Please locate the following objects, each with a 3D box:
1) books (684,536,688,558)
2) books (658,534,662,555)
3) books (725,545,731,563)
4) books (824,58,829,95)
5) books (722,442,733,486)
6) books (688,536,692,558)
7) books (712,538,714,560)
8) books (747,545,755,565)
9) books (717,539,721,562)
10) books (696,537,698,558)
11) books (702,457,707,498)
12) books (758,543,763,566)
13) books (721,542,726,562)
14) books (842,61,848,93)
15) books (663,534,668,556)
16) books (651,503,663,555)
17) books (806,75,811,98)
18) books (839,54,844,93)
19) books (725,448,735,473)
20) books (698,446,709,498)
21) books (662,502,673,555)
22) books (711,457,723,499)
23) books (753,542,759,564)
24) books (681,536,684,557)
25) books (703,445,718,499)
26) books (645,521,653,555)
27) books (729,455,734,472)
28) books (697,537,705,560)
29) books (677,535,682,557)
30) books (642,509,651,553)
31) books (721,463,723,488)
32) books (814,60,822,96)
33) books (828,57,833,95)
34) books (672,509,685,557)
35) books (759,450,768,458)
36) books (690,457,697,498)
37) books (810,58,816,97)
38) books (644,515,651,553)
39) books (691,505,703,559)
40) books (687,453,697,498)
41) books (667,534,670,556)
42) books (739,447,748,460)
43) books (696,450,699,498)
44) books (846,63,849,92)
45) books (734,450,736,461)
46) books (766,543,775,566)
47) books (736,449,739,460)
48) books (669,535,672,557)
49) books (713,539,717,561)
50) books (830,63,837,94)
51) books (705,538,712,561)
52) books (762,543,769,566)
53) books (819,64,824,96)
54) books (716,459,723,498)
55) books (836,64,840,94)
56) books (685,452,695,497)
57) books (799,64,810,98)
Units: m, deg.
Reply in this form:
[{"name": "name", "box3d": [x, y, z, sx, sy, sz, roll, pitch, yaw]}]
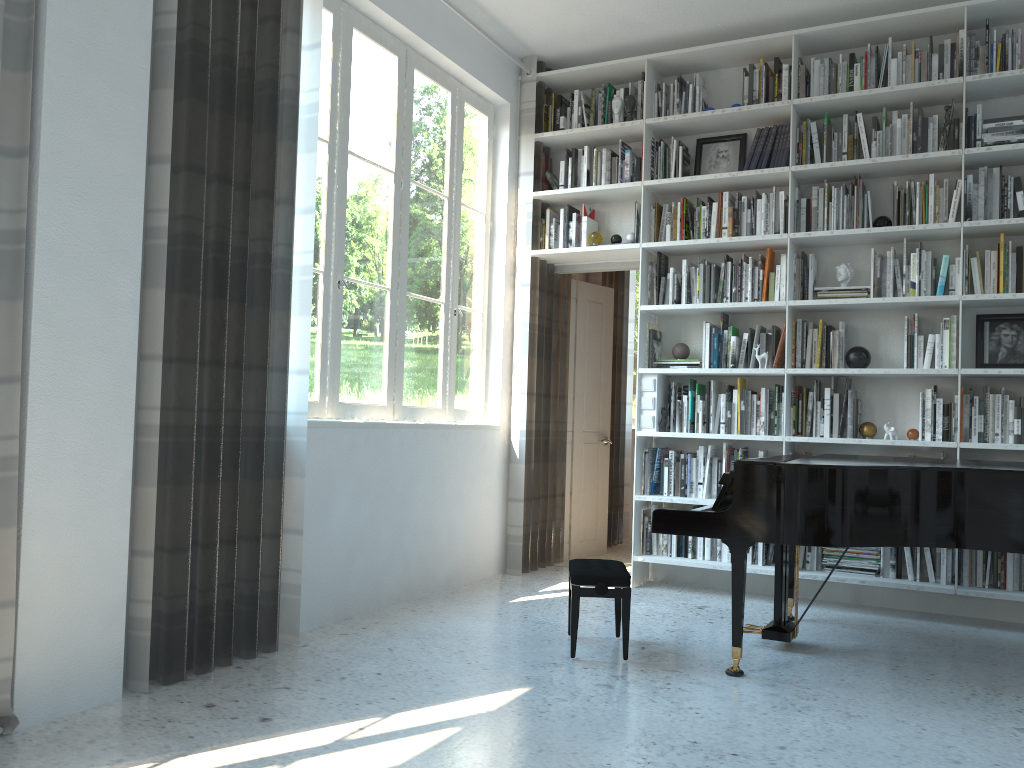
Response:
[{"name": "books", "box3d": [1.044, 0.900, 5.204, 0.022, 0.221, 0.163, 1, -2, 27]}, {"name": "books", "box3d": [0.907, 0.886, 5.281, 0.024, 0.246, 0.143, 1, -2, 27]}, {"name": "books", "box3d": [1.260, 0.918, 5.073, 0.031, 0.188, 0.190, 1, -2, 27]}, {"name": "books", "box3d": [1.766, -1.664, 4.952, 0.023, 0.251, 0.170, 1, -2, 27]}, {"name": "books", "box3d": [1.240, 0.499, 5.106, 0.014, 0.325, 0.170, 1, -2, 27]}, {"name": "books", "box3d": [1.069, 0.883, 5.198, 0.027, 0.256, 0.160, 1, -2, 27]}, {"name": "books", "box3d": [1.188, 0.860, 5.143, 0.014, 0.304, 0.139, 1, -2, 27]}, {"name": "books", "box3d": [1.367, 0.886, 5.037, 0.027, 0.256, 0.179, 1, -2, 27]}, {"name": "books", "box3d": [1.216, 0.903, 5.106, 0.021, 0.218, 0.190, 1, -2, 27]}, {"name": "books", "box3d": [1.105, 0.888, 5.186, 0.022, 0.246, 0.135, 1, -2, 27]}, {"name": "books", "box3d": [1.140, 0.546, 5.183, 0.012, 0.232, 0.148, 1, -2, 27]}, {"name": "books", "box3d": [1.421, 0.866, 5.002, 0.021, 0.295, 0.188, 1, -2, 27]}, {"name": "books", "box3d": [1.237, 0.909, 5.093, 0.028, 0.206, 0.171, 1, -2, 27]}, {"name": "books", "box3d": [1.857, -1.654, 4.932, 0.025, 0.234, 0.129, 1, -2, 27]}, {"name": "books", "box3d": [0.933, 0.896, 5.258, 0.022, 0.226, 0.154, 1, -2, 27]}, {"name": "books", "box3d": [0.874, 0.862, 5.291, 0.044, 0.293, 0.181, 1, -2, 27]}, {"name": "books", "box3d": [1.682, -1.631, 5.006, 0.024, 0.183, 0.133, 1, -2, 27]}, {"name": "books", "box3d": [1.830, -1.670, 4.918, 0.010, 0.264, 0.160, 1, -2, 27]}, {"name": "books", "box3d": [1.255, 0.515, 5.107, 0.012, 0.295, 0.176, 1, -2, 27]}, {"name": "books", "box3d": [1.123, 0.512, 5.190, 0.027, 0.299, 0.142, 1, -2, 27]}, {"name": "books", "box3d": [0.922, 0.850, 5.271, 0.011, 0.318, 0.157, 1, -2, 27]}, {"name": "books", "box3d": [1.194, 0.544, 5.156, 0.031, 0.238, 0.132, 1, -2, 27]}, {"name": "books", "box3d": [1.407, 0.883, 5.042, 0.040, 0.264, 0.137, 1, -2, 27]}, {"name": "books", "box3d": [1.029, 0.885, 5.224, 0.022, 0.252, 0.139, 1, -2, 27]}, {"name": "books", "box3d": [1.154, 0.508, 5.154, 0.039, 0.307, 0.172, 1, -2, 27]}, {"name": "books", "box3d": [0.839, 0.912, 5.290, 0.029, 0.190, 0.176, 1, -2, 27]}, {"name": "books", "box3d": [1.280, 0.537, 5.113, 0.029, 0.254, 0.153, 1, -2, 27]}, {"name": "books", "box3d": [1.116, 0.910, 5.152, 0.030, 0.201, 0.168, 1, -2, 27]}, {"name": "books", "box3d": [1.007, 0.908, 5.230, 0.022, 0.205, 0.158, 1, -2, 27]}, {"name": "books", "box3d": [0.814, 0.882, 5.334, 0.012, 0.254, 0.161, 1, -2, 27]}, {"name": "books", "box3d": [1.236, 0.558, 5.129, 0.013, 0.209, 0.154, 1, -2, 27]}, {"name": "books", "box3d": [1.722, -1.666, 4.976, 0.031, 0.254, 0.145, 1, -2, 27]}, {"name": "books", "box3d": [1.780, -1.664, 4.940, 0.012, 0.250, 0.174, 1, -2, 27]}, {"name": "books", "box3d": [0.981, 0.877, 5.227, 0.023, 0.266, 0.177, 1, -2, 27]}, {"name": "books", "box3d": [1.425, 0.521, 5.037, 0.025, 0.287, 0.130, 1, -2, 27]}, {"name": "books", "box3d": [1.080, 0.546, 5.197, 0.028, 0.229, 0.157, 1, -2, 27]}, {"name": "books", "box3d": [1.708, -1.678, 5.006, 0.021, 0.279, 0.141, 1, -2, 27]}, {"name": "books", "box3d": [0.829, 0.901, 5.326, 0.023, 0.216, 0.158, 1, -2, 27]}, {"name": "books", "box3d": [1.081, 0.860, 5.177, 0.013, 0.300, 0.184, 1, -2, 27]}, {"name": "books", "box3d": [1.058, 0.534, 5.194, 0.010, 0.252, 0.178, 1, -2, 27]}, {"name": "books", "box3d": [0.954, 0.917, 5.253, 0.022, 0.186, 0.145, 1, -2, 27]}, {"name": "books", "box3d": [1.324, 0.513, 5.076, 0.013, 0.301, 0.172, 1, -2, 27]}, {"name": "books", "box3d": [1.108, 0.525, 5.205, 0.013, 0.273, 0.146, 1, -2, 27]}, {"name": "books", "box3d": [1.869, -1.645, 4.916, 0.012, 0.216, 0.150, 1, -2, 27]}, {"name": "books", "box3d": [1.301, 0.522, 5.107, 0.013, 0.284, 0.139, 1, -2, 27]}, {"name": "books", "box3d": [1.479, 0.887, 4.994, 0.065, 0.256, 0.156, 1, -2, 27]}, {"name": "books", "box3d": [1.311, 0.518, 5.088, 0.022, 0.290, 0.137, 1, -2, 27]}, {"name": "books", "box3d": [0.962, 0.878, 5.230, 0.013, 0.261, 0.174, 1, -2, 27]}, {"name": "books", "box3d": [1.196, 0.878, 5.117, 0.025, 0.266, 0.159, 1, -2, 27]}, {"name": "books", "box3d": [1.792, -1.643, 4.919, 0.029, 0.208, 0.178, 1, -2, 27]}, {"name": "books", "box3d": [1.159, 0.878, 5.136, 0.031, 0.266, 0.186, 1, -2, 27]}, {"name": "books", "box3d": [1.435, 0.862, 4.992, 0.012, 0.303, 0.165, 1, -2, 27]}, {"name": "books", "box3d": [1.744, -1.649, 4.959, 0.023, 0.220, 0.181, 1, -2, 27]}, {"name": "books", "box3d": [1.218, 0.551, 5.139, 0.028, 0.224, 0.134, 1, -2, 27]}, {"name": "books", "box3d": [1.818, -1.642, 4.921, 0.014, 0.207, 0.166, 1, -2, 27]}, {"name": "books", "box3d": [1.050, 0.532, 5.204, 0.013, 0.257, 0.189, 1, -2, 27]}, {"name": "books", "box3d": [1.652, -1.659, 5.005, 0.029, 0.237, 0.156, 1, -2, 27]}]
